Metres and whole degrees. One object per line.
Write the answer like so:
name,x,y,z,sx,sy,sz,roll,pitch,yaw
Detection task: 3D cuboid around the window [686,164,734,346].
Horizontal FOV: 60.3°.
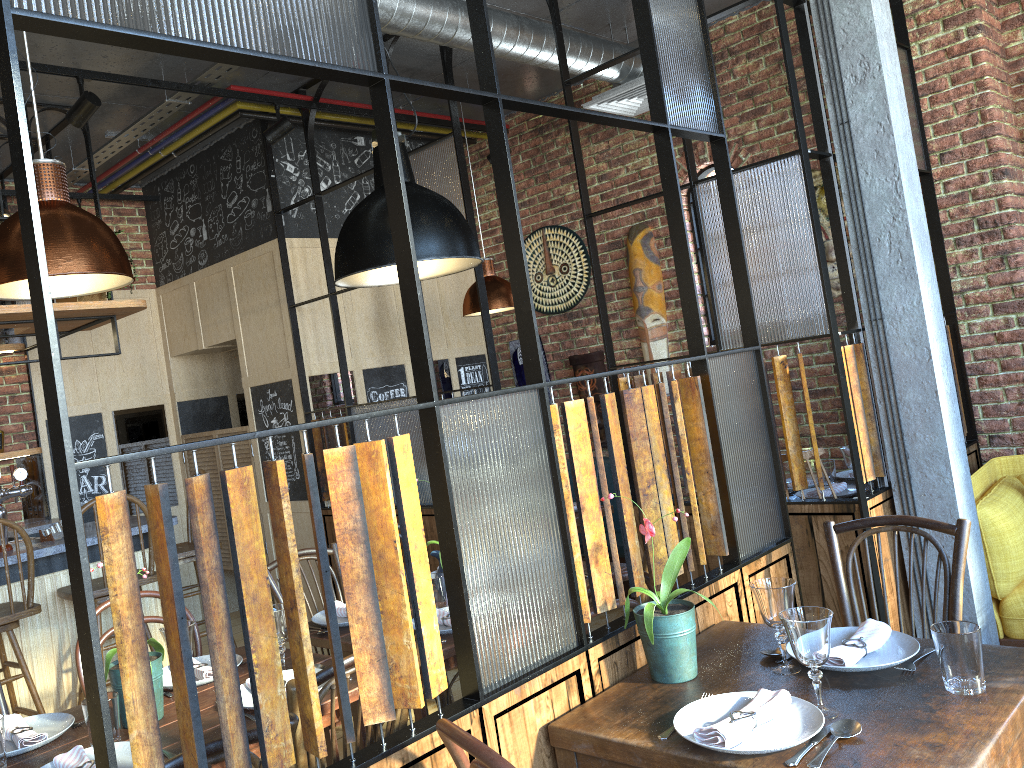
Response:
window,2.309,-0.930,1.020,3.490,2.431,8.400,-9,0,8

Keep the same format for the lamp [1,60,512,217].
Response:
lamp,-1.629,-1.388,3.026,6.546,0.274,6.902,-8,1,44

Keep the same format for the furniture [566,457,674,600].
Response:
furniture,0.072,0.991,5.577,1.508,0.823,1.424,-9,0,44

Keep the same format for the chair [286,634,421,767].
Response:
chair,-0.427,1.052,2.080,0.387,0.916,0.544,-8,-2,-42

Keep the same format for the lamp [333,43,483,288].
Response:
lamp,-0.463,-1.039,3.095,0.507,1.328,0.550,-8,-2,-34

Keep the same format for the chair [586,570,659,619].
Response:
chair,0.180,0.954,2.433,0.422,0.922,0.570,-8,-1,-30

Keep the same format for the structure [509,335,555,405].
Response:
structure,0.122,-0.053,6.352,0.338,0.560,0.109,-10,-2,44

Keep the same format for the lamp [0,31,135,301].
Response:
lamp,-1.254,-0.903,2.263,0.378,1.336,0.358,-9,-2,16

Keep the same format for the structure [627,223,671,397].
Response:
structure,0.860,-0.468,5.592,0.242,1.121,0.089,-11,-2,44

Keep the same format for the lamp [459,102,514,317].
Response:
lamp,-0.218,-1.094,5.336,0.384,1.336,0.352,-10,-2,36

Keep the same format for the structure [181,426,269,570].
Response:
structure,-2.852,0.968,4.190,1.304,0.995,4.861,-9,0,17

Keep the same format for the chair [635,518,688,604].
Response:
chair,0.341,0.924,2.887,0.541,0.916,0.389,-10,-2,29

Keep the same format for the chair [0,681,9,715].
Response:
chair,-1.339,1.191,2.398,0.536,0.916,0.393,-9,-1,19

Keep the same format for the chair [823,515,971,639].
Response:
chair,0.963,0.834,2.199,0.423,0.916,0.498,-10,-2,38

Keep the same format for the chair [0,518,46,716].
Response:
chair,-2.352,1.199,3.936,0.430,1.197,0.416,-10,-2,38

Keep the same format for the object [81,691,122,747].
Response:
object,-0.973,0.807,2.098,0.085,0.120,0.083,-9,-1,6

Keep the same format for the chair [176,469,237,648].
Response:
chair,-1.905,1.118,5.149,0.395,1.197,0.453,-8,-2,-37

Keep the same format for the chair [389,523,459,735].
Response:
chair,-0.333,1.023,3.516,0.387,0.916,0.544,-8,-2,-42

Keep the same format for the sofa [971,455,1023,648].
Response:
sofa,2.794,0.619,3.175,2.071,0.763,0.760,-9,0,29

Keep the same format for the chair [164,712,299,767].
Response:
chair,-0.625,1.086,1.674,0.387,0.916,0.544,-8,-2,-42

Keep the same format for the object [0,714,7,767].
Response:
object,-1.226,0.847,2.061,0.087,0.120,0.082,-9,-1,20

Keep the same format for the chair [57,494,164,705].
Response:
chair,-1.966,1.135,4.345,0.415,1.197,0.430,-8,-2,-42

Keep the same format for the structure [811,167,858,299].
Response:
structure,1.713,-0.813,4.739,0.615,0.727,0.121,-10,-2,43

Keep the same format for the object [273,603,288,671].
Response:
object,-0.645,0.717,2.451,0.095,0.192,0.101,-8,-1,-26

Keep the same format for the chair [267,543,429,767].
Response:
chair,-0.569,1.063,3.193,0.544,0.916,0.387,-10,-2,43

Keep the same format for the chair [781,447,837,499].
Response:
chair,1.204,0.746,3.546,0.557,1.007,0.432,-10,-2,31

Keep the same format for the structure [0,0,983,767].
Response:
structure,-1.903,0.060,3.076,6.261,3.329,5.625,-9,0,28

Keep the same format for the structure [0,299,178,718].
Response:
structure,-3.206,0.828,4.620,1.819,2.176,2.234,-10,-1,44

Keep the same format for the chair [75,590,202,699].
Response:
chair,-1.095,1.150,2.776,0.422,0.922,0.570,-8,-1,-30

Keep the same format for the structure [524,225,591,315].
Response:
structure,0.268,-0.793,6.141,0.692,0.620,0.075,-9,-2,42

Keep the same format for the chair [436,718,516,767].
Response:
chair,0.211,0.958,1.476,0.532,0.922,0.452,-8,-1,-24

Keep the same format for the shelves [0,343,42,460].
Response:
shelves,-4.054,0.231,5.350,0.631,0.746,2.023,-10,0,44

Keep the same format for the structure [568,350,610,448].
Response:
structure,0.549,0.115,5.949,0.272,0.656,0.153,-10,-2,44
